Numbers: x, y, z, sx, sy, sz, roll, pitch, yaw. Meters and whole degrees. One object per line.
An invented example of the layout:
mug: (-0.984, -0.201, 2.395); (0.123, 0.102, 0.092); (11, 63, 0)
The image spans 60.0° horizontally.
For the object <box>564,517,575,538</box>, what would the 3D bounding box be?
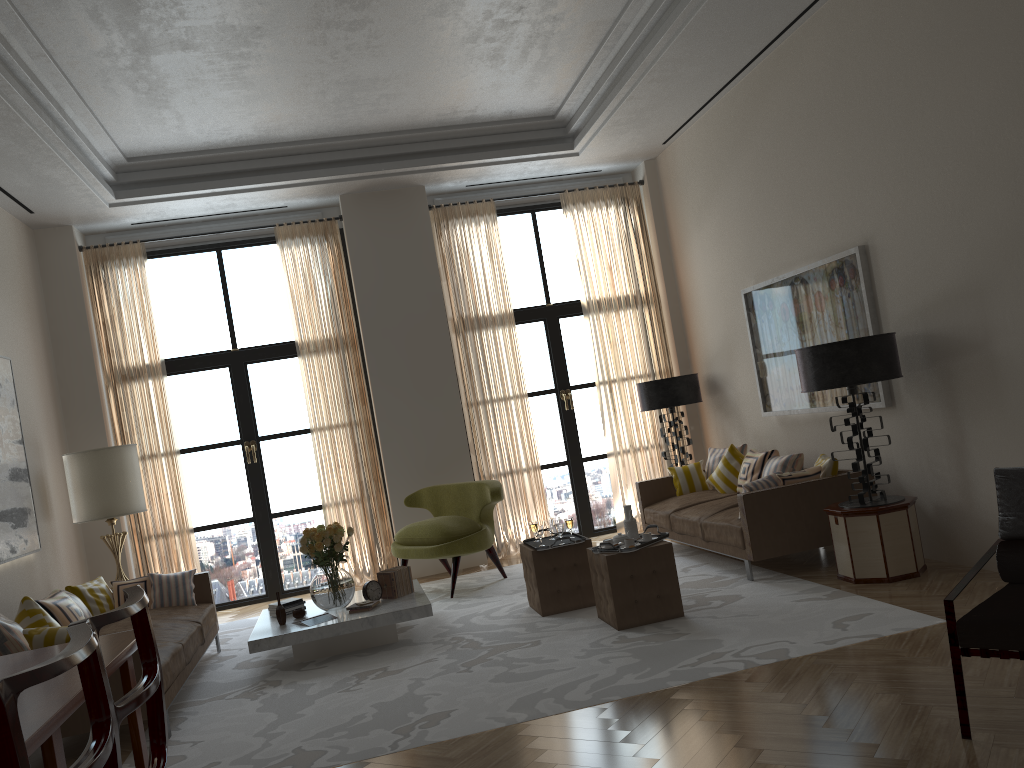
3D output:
object: (0.556, 1.374, 8.450); (0.098, 0.191, 0.098); (-10, -1, 14)

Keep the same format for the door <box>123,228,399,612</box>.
door: (-3.466, 0.488, 11.646); (3.255, 4.766, 0.240); (-9, -1, -11)

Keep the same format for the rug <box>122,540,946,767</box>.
rug: (-0.272, 2.195, 8.250); (5.513, 0.065, 5.740); (-9, -2, -11)

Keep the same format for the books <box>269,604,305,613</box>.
books: (-2.163, 2.155, 8.516); (0.208, 0.024, 0.262); (-11, -3, 42)

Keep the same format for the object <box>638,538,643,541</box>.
object: (1.118, 1.324, 7.571); (0.041, 0.015, 0.187); (-11, -2, 30)

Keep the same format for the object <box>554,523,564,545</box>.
object: (0.446, 1.380, 8.142); (0.098, 0.191, 0.098); (-9, -1, -12)

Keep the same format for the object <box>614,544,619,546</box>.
object: (0.857, 1.344, 7.371); (0.052, 0.027, 0.080); (-11, -2, 36)

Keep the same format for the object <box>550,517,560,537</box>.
object: (0.437, 1.403, 8.689); (0.098, 0.191, 0.098); (-10, -1, 36)

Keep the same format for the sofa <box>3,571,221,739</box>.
sofa: (-3.378, 2.313, 7.488); (1.350, 0.819, 2.984); (-9, -2, -11)

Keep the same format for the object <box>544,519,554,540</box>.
object: (0.369, 1.410, 8.565); (0.098, 0.191, 0.098); (-9, -1, -12)

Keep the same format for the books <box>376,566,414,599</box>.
books: (-1.120, 1.903, 8.507); (0.211, 0.264, 0.281); (-10, -2, 39)

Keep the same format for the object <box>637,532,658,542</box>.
object: (1.145, 1.295, 7.512); (0.176, 0.067, 0.176); (-9, -2, -13)

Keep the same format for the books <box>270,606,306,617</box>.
books: (-2.157, 2.185, 8.527); (0.280, 0.035, 0.208); (-7, -3, -44)

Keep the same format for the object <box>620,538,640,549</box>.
object: (0.973, 1.315, 7.323); (0.176, 0.067, 0.176); (-9, -2, -10)

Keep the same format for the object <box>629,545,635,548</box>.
object: (0.978, 1.331, 7.222); (0.053, 0.025, 0.049); (-9, -2, -10)

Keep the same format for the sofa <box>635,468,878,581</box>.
sofa: (2.499, 1.408, 9.593); (1.350, 0.819, 2.984); (-9, -2, -11)

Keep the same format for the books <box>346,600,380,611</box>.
books: (-1.359, 2.024, 8.109); (0.255, 0.026, 0.202); (-10, -2, 14)

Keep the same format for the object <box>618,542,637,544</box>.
object: (0.971, 1.329, 7.423); (0.186, 0.026, 0.041); (-9, -2, -3)

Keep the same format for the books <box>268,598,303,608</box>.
books: (-2.176, 2.105, 8.520); (0.259, 0.030, 0.207); (-7, -3, -44)

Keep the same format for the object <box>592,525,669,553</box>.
object: (1.000, 1.311, 7.493); (0.442, 0.101, 0.719); (-11, -3, 42)

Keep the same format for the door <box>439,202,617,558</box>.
door: (0.690, -0.177, 12.480); (3.083, 4.766, 0.240); (-9, -1, -11)

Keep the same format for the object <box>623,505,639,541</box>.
object: (1.021, 1.203, 7.677); (0.113, 0.305, 0.125); (-10, -1, 26)

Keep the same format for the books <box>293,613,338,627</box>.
books: (-1.771, 2.105, 7.948); (0.280, 0.038, 0.385); (-8, -3, -39)

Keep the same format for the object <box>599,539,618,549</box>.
object: (0.808, 1.335, 7.418); (0.175, 0.067, 0.176); (-8, -2, -36)

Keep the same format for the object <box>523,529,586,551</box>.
object: (0.390, 1.460, 8.419); (0.490, 0.092, 0.803); (-9, -2, -11)

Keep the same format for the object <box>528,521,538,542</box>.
object: (0.221, 1.436, 8.609); (0.098, 0.191, 0.098); (-9, -1, -29)

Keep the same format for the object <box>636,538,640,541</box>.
object: (1.090, 1.328, 7.592); (0.053, 0.025, 0.049); (-8, -3, -45)

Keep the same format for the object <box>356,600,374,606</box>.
object: (-1.351, 2.001, 8.117); (0.138, 0.019, 0.137); (-8, -2, -27)

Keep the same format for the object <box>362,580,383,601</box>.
object: (-1.315, 1.956, 8.360); (0.082, 0.209, 0.204); (-10, -1, 40)

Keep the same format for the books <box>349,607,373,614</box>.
books: (-1.365, 2.049, 8.106); (0.197, 0.024, 0.256); (-10, -2, 6)

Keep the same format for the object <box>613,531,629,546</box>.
object: (0.924, 1.315, 7.563); (0.176, 0.105, 0.136); (-9, -2, -15)

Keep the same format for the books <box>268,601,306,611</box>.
books: (-2.167, 2.132, 8.529); (0.230, 0.024, 0.280); (-12, -3, 44)

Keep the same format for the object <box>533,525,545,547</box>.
object: (0.263, 1.416, 8.264); (0.098, 0.191, 0.098); (-10, -1, 14)

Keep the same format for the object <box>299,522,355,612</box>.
object: (-1.696, 1.722, 8.350); (0.539, 0.821, 0.628); (-9, -1, -16)
